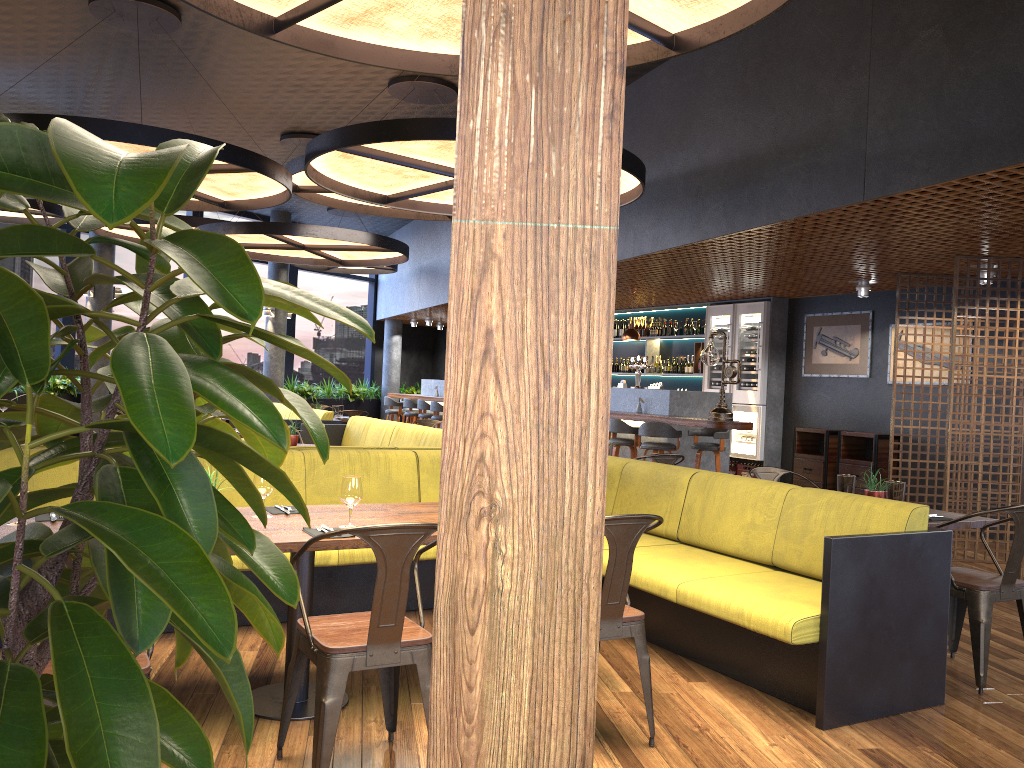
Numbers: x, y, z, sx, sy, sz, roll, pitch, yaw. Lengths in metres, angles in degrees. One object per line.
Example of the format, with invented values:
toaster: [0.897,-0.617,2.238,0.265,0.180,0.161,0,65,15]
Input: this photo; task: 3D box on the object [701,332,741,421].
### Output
object: [2.217,-0.087,9.411,0.263,0.944,0.566,3,0,-37]

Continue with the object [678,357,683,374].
object: [2.560,-0.278,13.458,0.063,0.254,0.063,3,0,23]

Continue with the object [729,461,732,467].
object: [3.061,1.182,12.456,0.057,0.205,0.056,3,0,-3]

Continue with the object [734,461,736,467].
object: [3.122,1.185,12.471,0.056,0.205,0.056,3,0,-28]

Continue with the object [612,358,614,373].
object: [1.709,-0.317,15.136,0.063,0.254,0.063,3,0,-42]

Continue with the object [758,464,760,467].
object: [3.354,1.195,12.042,0.056,0.205,0.056,3,0,1]

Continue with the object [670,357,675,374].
object: [2.453,-0.283,13.536,0.063,0.254,0.063,3,0,-27]

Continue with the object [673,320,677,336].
object: [2.520,-0.859,13.694,0.063,0.254,0.063,3,0,-42]

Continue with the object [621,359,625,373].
object: [1.854,-0.295,14.720,0.088,0.224,0.088,3,0,30]

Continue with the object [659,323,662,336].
object: [2.334,-0.854,13.962,0.056,0.227,0.056,3,0,-28]

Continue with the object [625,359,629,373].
object: [1.907,-0.293,14.626,0.088,0.224,0.088,3,0,-15]

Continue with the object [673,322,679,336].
object: [2.503,-0.837,13.542,0.097,0.206,0.097,3,0,29]

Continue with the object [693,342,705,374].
object: [2.831,-0.378,13.008,0.161,0.475,0.300,3,0,-30]

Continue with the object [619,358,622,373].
object: [1.836,-0.311,14.926,0.063,0.254,0.063,3,0,18]

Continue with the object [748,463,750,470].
object: [3.234,1.190,12.130,0.057,0.205,0.056,3,0,-14]

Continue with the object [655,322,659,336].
object: [2.281,-0.856,13.932,0.056,0.227,0.056,3,0,-43]

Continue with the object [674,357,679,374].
object: [2.520,-0.280,13.581,0.063,0.254,0.063,3,0,-2]

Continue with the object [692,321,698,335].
object: [2.722,-0.827,13.185,0.097,0.206,0.097,3,0,29]

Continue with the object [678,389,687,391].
object: [2.630,0.320,13.390,0.204,0.492,0.310,3,0,-29]

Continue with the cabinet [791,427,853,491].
cabinet: [3.814,1.062,10.990,0.473,1.007,0.553,3,0,-29]

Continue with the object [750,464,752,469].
object: [3.233,1.189,11.982,0.056,0.205,0.056,3,0,1]

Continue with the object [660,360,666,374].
object: [2.351,-0.264,13.801,0.097,0.206,0.097,3,0,29]

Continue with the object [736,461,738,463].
object: [3.144,1.186,12.410,0.056,0.205,0.056,3,0,-43]

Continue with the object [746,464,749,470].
object: [3.200,1.188,12.040,0.056,0.205,0.056,3,0,26]

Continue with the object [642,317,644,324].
object: [2.129,-0.916,14.398,0.084,0.330,0.084,3,0,-23]

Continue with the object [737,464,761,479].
object: [3.306,1.213,12.059,0.277,0.206,0.416,3,0,-27]

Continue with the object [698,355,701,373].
object: [2.795,-0.333,13.071,0.091,0.369,0.092,3,0,30]

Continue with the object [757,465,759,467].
object: [3.292,1.192,11.868,0.056,0.205,0.056,3,0,-24]

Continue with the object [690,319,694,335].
object: [2.707,-0.851,13.334,0.063,0.254,0.063,3,0,23]

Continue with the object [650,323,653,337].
object: [2.221,-0.859,14.038,0.056,0.227,0.056,3,0,22]

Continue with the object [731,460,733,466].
object: [3.111,1.184,12.538,0.056,0.205,0.056,3,0,37]

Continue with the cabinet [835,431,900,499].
cabinet: [4.155,1.078,10.384,0.473,1.007,0.553,3,0,-29]

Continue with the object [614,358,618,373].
object: [1.771,-0.314,15.026,0.063,0.254,0.063,3,0,33]

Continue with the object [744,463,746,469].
object: [3.177,1.187,12.103,0.056,0.205,0.056,3,0,-39]

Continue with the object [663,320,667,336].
object: [2.372,-0.866,13.749,0.063,0.254,0.063,3,0,-32]

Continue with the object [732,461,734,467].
object: [3.085,1.183,12.392,0.057,0.205,0.056,3,0,22]

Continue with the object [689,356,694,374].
object: [2.702,-0.286,13.290,0.079,0.281,0.079,3,0,-36]

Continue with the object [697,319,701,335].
object: [2.804,-0.846,13.294,0.063,0.254,0.063,3,0,-22]

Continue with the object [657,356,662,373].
object: [2.329,-0.302,13.954,0.079,0.281,0.079,3,0,39]

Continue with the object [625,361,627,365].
object: [1.913,-0.284,14.840,0.097,0.206,0.097,3,0,2]

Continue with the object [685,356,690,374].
object: [2.656,-0.288,13.372,0.079,0.281,0.079,3,0,34]

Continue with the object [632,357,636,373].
object: [1.990,-0.304,14.407,0.063,0.254,0.063,3,0,-22]

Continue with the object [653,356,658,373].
object: [2.283,-0.304,14.035,0.079,0.281,0.079,3,0,-26]

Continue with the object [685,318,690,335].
object: [2.627,-0.855,13.272,0.063,0.254,0.063,3,0,-2]

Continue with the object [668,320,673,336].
object: [2.438,-0.863,13.647,0.063,0.254,0.063,3,0,33]

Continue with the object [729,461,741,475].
object: [3.002,1.199,12.539,0.277,0.206,0.416,3,0,-16]

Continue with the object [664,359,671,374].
object: [2.399,-0.270,13.665,0.088,0.224,0.088,3,0,30]

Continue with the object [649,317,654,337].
object: [2.250,-0.911,14.249,0.084,0.330,0.084,3,0,-23]

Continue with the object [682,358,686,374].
object: [2.628,-0.275,13.506,0.063,0.254,0.063,3,0,-22]

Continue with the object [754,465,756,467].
object: [3.259,1.191,11.924,0.056,0.205,0.056,3,0,16]

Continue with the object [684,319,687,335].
object: [2.633,-0.854,13.384,0.063,0.254,0.063,3,0,13]

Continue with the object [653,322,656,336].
object: [2.251,-0.858,13.985,0.056,0.227,0.056,3,0,37]

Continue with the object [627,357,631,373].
object: [1.914,-0.308,14.493,0.063,0.254,0.063,3,0,-37]
